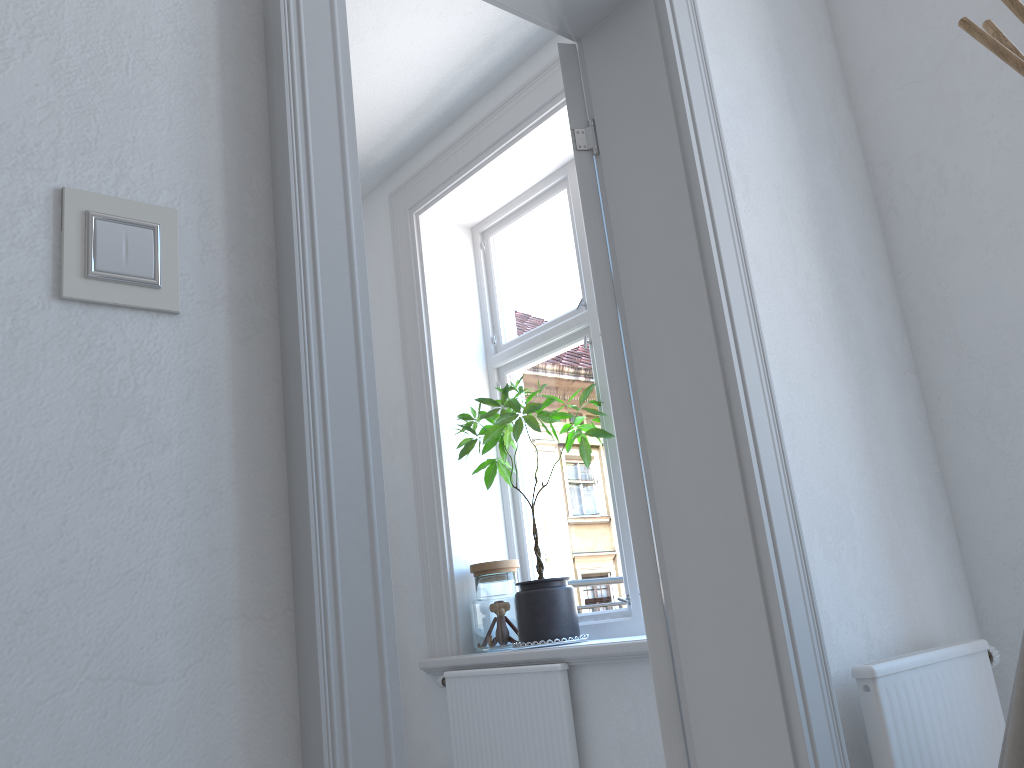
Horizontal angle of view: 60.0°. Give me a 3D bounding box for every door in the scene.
[{"bbox_3d":[0.185,0.148,1.599,0.505,2.173,1.466,-17,-18,32],"label":"door"}]

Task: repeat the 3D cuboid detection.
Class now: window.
[{"bbox_3d":[0.374,-0.005,3.439,0.094,1.897,1.360,6,-19,-39],"label":"window"}]

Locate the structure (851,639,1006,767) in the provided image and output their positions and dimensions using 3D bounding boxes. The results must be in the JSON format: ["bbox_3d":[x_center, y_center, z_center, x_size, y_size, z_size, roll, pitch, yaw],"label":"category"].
[{"bbox_3d":[0.868,0.734,1.676,0.636,0.459,0.076,8,-21,-43],"label":"structure"}]

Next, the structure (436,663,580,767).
[{"bbox_3d":[-0.036,1.229,3.159,0.049,0.417,0.743,6,-20,-39],"label":"structure"}]

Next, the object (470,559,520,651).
[{"bbox_3d":[-0.052,0.873,3.502,0.228,0.329,0.228,5,-19,-38],"label":"object"}]

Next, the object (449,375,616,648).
[{"bbox_3d":[0.098,0.458,3.378,0.696,1.020,0.498,-13,-16,21],"label":"object"}]

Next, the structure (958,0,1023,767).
[{"bbox_3d":[0.949,0.157,1.147,1.144,1.746,1.145,-14,-16,24],"label":"structure"}]
